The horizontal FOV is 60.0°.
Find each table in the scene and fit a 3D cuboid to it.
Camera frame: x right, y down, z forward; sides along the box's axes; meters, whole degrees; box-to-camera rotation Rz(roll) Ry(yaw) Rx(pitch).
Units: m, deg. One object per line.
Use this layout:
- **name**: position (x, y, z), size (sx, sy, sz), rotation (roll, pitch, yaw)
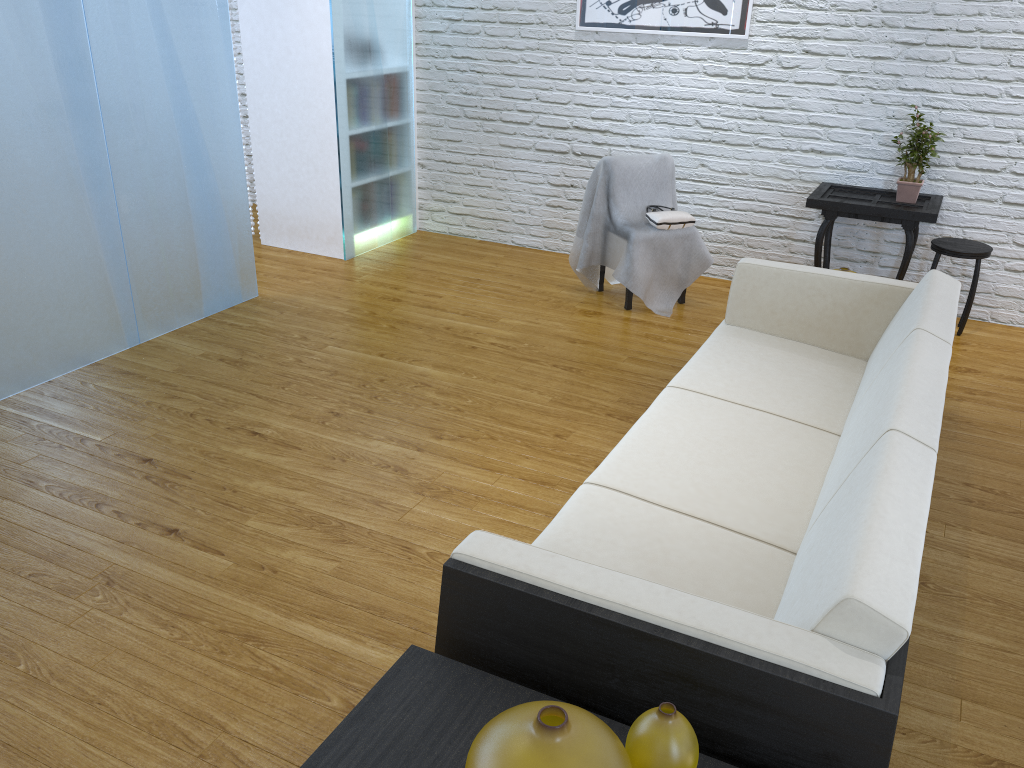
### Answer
- **table**: position (1.708, -0.618, 4.301), size (0.562, 0.585, 0.436), rotation (13, 28, 23)

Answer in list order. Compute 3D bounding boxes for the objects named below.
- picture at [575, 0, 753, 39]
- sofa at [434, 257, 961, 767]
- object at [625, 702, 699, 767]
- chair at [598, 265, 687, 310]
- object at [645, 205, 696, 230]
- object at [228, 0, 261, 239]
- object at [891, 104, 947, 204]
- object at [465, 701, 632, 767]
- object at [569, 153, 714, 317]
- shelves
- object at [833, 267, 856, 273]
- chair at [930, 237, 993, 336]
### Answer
- **picture**: position (0.761, -2.143, 4.374), size (0.918, 0.779, 0.010), rotation (13, 28, 23)
- **sofa**: position (0.034, 0.080, 2.565), size (9.697, 0.687, 5.285), rotation (13, 27, 23)
- **object**: position (0.199, 0.491, 1.179), size (0.095, 0.162, 0.094), rotation (-8, 27, -20)
- **chair**: position (0.668, -0.753, 4.419), size (0.347, 0.672, 0.337), rotation (-9, 27, -21)
- **object**: position (0.741, -0.817, 4.330), size (0.232, 0.086, 0.221), rotation (-11, 28, -25)
- **object**: position (-1.877, -1.875, 5.037), size (0.920, 2.041, 0.050), rotation (13, 28, 23)
- **object**: position (1.875, -1.069, 4.118), size (0.175, 0.442, 0.235), rotation (-18, 32, -35)
- **object**: position (0.045, 0.492, 1.099), size (0.206, 0.218, 0.205), rotation (-8, 27, -20)
- **object**: position (0.678, -0.764, 4.418), size (0.644, 0.696, 0.628), rotation (-10, 27, -23)
- **shelves**: position (0.075, 0.776, 1.292), size (0.728, 0.457, 0.346), rotation (13, 28, 23)
- **object**: position (1.205, -0.377, 3.232), size (0.146, 0.091, 0.145), rotation (-8, 27, -21)
- **chair**: position (2.070, -0.456, 4.179), size (0.262, 0.413, 0.259), rotation (5, 26, 6)
